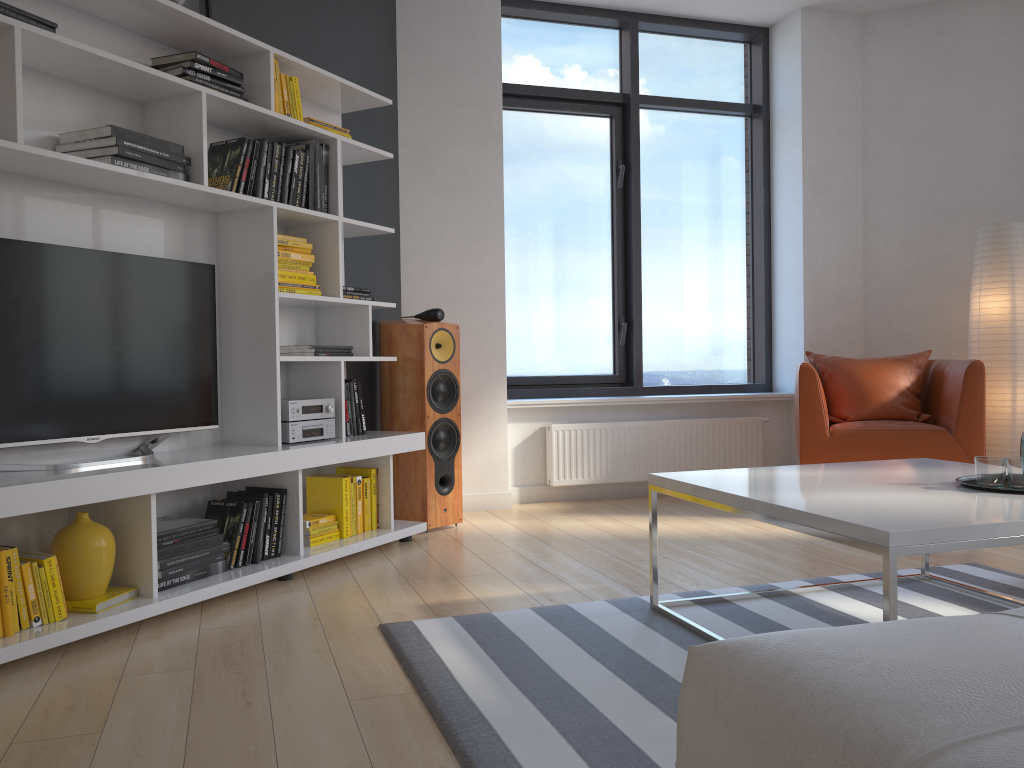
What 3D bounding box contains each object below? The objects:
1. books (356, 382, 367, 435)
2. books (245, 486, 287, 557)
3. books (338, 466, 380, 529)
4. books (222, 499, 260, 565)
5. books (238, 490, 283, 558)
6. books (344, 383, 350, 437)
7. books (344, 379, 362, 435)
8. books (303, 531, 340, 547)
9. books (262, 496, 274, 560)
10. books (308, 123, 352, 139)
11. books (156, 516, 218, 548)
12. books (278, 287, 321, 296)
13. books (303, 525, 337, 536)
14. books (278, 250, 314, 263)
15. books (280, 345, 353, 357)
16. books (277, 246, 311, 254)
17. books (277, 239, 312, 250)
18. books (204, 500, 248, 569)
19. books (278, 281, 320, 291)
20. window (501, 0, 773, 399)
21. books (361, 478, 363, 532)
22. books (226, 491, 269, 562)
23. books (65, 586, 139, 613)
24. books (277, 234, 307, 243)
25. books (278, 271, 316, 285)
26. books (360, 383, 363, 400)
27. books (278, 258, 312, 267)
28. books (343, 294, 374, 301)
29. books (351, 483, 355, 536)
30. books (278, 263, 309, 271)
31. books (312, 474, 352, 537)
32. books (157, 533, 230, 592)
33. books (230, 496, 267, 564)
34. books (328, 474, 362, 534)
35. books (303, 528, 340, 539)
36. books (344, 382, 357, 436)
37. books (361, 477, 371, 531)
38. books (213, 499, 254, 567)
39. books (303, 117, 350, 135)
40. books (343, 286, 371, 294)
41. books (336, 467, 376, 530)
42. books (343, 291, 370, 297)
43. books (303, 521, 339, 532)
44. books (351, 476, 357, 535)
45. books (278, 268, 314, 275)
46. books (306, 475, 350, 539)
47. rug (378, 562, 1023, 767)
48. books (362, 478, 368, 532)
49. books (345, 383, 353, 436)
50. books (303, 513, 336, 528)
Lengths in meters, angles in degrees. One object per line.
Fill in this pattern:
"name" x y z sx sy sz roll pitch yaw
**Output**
"books" -0.752 0.110 4.027 0.177 0.242 0.066 0 1 27
"books" -0.972 0.535 3.461 0.197 0.260 0.066 0 1 27
"books" -0.696 0.514 4.021 0.213 0.270 0.025 0 1 27
"books" -1.032 0.552 3.317 0.169 0.233 0.081 0 1 26
"books" -0.987 0.540 3.430 0.191 0.249 0.084 0 1 27
"books" -0.810 0.115 3.939 0.189 0.240 0.053 0 1 28
"books" -0.773 0.105 4.004 0.193 0.255 0.066 0 1 27
"books" -0.836 0.641 3.700 0.147 0.033 0.190 0 1 27
"books" -1.000 0.546 3.395 0.179 0.243 0.068 0 1 26
"books" -0.860 -1.082 3.866 0.194 0.028 0.257 0 1 32
"books" -1.224 0.513 3.078 0.250 0.047 0.310 0 1 23
"books" -0.959 -0.378 3.701 0.194 0.028 0.257 0 1 32
"books" -0.825 0.604 3.688 0.113 0.018 0.169 0 1 29
"books" -0.977 -0.529 3.716 0.176 0.033 0.239 0 1 30
"books" -0.878 -0.141 3.861 0.250 0.047 0.310 0 1 23
"books" -0.982 -0.557 3.711 0.160 0.022 0.227 0 1 43
"books" -0.976 -0.580 3.716 0.163 0.023 0.223 0 1 31
"books" -1.070 0.553 3.263 0.182 0.234 0.104 0 1 27
"books" -0.968 -0.404 3.702 0.203 0.024 0.257 0 1 30
"window" 0.755 -1.126 5.641 1.960 2.402 0.170 -1 1 -18
"books" -0.732 0.531 3.920 0.169 0.239 0.023 0 1 27
"books" -1.018 0.540 3.374 0.192 0.254 0.075 0 1 26
"books" -1.345 0.668 2.761 0.270 0.029 0.204 -1 1 12
"books" -1.001 -0.603 3.718 0.163 0.023 0.223 0 1 31
"books" -0.972 -0.437 3.704 0.189 0.042 0.243 0 1 27
"books" -0.765 0.113 4.071 0.179 0.233 0.077 0 1 27
"books" -0.983 -0.503 3.708 0.171 0.019 0.239 0 1 27
"books" -0.753 -0.385 4.007 0.161 0.023 0.213 0 1 31
"books" -0.751 0.540 3.843 0.156 0.229 0.024 0 1 27
"books" -0.973 -0.482 3.690 0.145 0.023 0.217 0 1 31
"books" -0.778 0.523 3.836 0.199 0.263 0.015 0 1 27
"books" -1.200 0.606 3.076 0.277 0.137 0.343 0 1 22
"books" -1.005 0.548 3.342 0.172 0.242 0.069 0 1 28
"books" -0.743 0.526 3.893 0.185 0.250 0.035 0 1 27
"books" -0.840 0.618 3.702 0.148 0.011 0.196 0 1 27
"books" -0.776 0.111 3.973 0.169 0.242 0.050 0 1 27
"books" -0.708 0.533 3.965 0.172 0.234 0.024 0 1 27
"books" -1.059 0.553 3.295 0.187 0.234 0.096 0 1 28
"books" -0.869 -1.107 3.867 0.203 0.024 0.257 0 1 30
"books" -0.769 -0.423 4.015 0.161 0.023 0.213 0 1 31
"books" -0.701 0.514 3.993 0.204 0.270 0.029 0 1 27
"books" -0.756 -0.403 4.006 0.142 0.015 0.198 0 1 26
"books" -0.836 0.589 3.700 0.134 0.014 0.187 0 1 27
"books" -0.758 0.527 3.870 0.180 0.251 0.019 0 1 27
"books" -0.986 -0.465 3.708 0.189 0.014 0.251 0 1 30
"books" -0.790 0.526 3.808 0.198 0.255 0.044 0 1 27
"rug" 0.943 0.728 2.311 2.326 0.016 1.662 -1 1 -18
"books" -0.717 0.533 3.940 0.172 0.234 0.024 0 1 27
"books" -0.793 0.115 3.957 0.170 0.236 0.049 0 1 28
"books" -0.849 0.569 3.702 0.138 0.026 0.186 0 1 27
